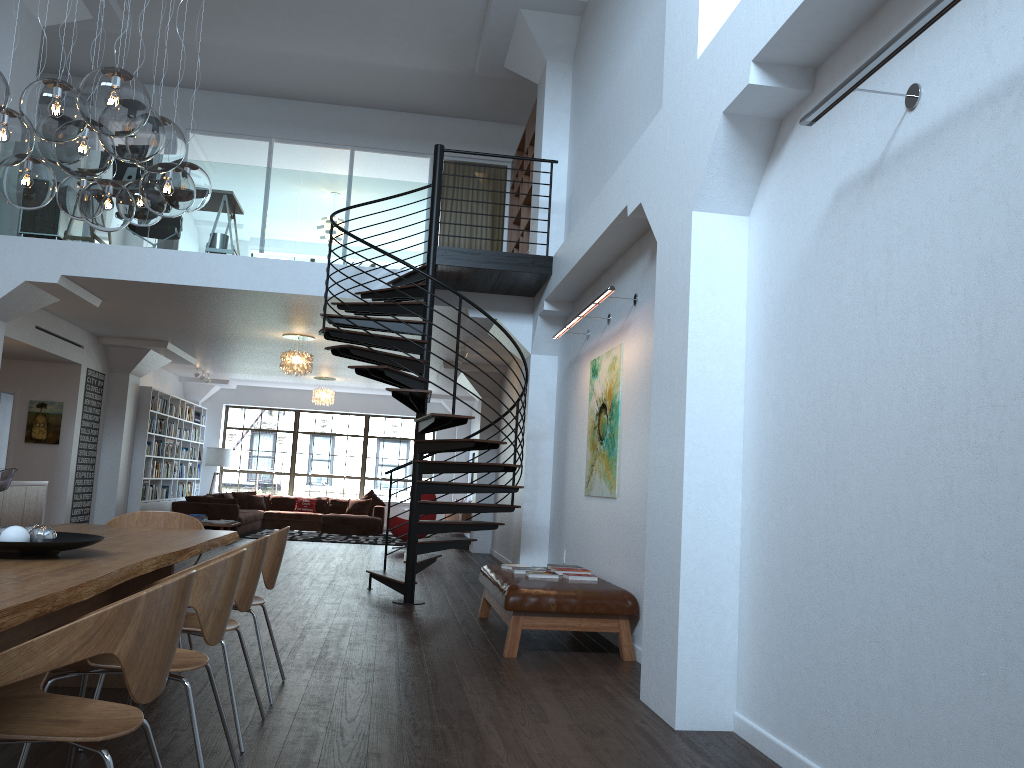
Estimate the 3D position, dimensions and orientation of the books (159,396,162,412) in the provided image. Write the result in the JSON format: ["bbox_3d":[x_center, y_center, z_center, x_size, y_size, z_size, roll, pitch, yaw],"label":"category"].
[{"bbox_3d":[-6.181,0.351,15.380,0.176,0.293,0.125,4,-7,-7],"label":"books"}]

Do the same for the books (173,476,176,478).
[{"bbox_3d":[-6.492,1.754,16.777,0.246,0.038,0.171,4,-7,-7],"label":"books"}]

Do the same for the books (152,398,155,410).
[{"bbox_3d":[-6.111,0.335,14.926,0.161,0.222,0.084,4,-7,-7],"label":"books"}]

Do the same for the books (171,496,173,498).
[{"bbox_3d":[-6.543,2.115,16.700,0.284,0.035,0.197,4,-7,-7],"label":"books"}]

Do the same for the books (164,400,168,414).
[{"bbox_3d":[-6.223,0.407,15.729,0.182,0.255,0.077,4,-7,-7],"label":"books"}]

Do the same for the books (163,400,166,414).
[{"bbox_3d":[-6.208,0.402,15.627,0.174,0.243,0.085,4,-7,-7],"label":"books"}]

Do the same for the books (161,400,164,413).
[{"bbox_3d":[-6.190,0.388,15.510,0.159,0.248,0.089,4,-7,-7],"label":"books"}]

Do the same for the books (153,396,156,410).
[{"bbox_3d":[-6.127,0.328,15.000,0.170,0.251,0.118,4,-7,-7],"label":"books"}]

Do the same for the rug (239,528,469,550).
[{"bbox_3d":[-2.788,2.860,16.460,4.200,0.007,3.100,4,-7,-6],"label":"rug"}]

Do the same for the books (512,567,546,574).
[{"bbox_3d":[0.129,1.435,6.818,0.247,0.040,0.185,4,-7,-4],"label":"books"}]

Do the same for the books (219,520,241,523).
[{"bbox_3d":[-4.629,2.233,14.429,0.256,0.035,0.350,1,-7,18],"label":"books"}]

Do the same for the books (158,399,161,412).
[{"bbox_3d":[-6.164,0.366,15.291,0.174,0.242,0.105,4,-7,-7],"label":"books"}]

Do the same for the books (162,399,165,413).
[{"bbox_3d":[-6.192,0.390,15.543,0.182,0.253,0.098,4,-7,-7],"label":"books"}]

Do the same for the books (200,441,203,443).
[{"bbox_3d":[-6.713,1.215,18.769,0.284,0.035,0.197,0,-7,22],"label":"books"}]

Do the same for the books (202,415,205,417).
[{"bbox_3d":[-6.674,0.773,19.010,0.140,0.231,0.042,4,-7,-7],"label":"books"}]

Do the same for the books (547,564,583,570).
[{"bbox_3d":[0.432,1.499,7.218,0.254,0.044,0.183,5,-7,-13],"label":"books"}]

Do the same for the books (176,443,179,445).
[{"bbox_3d":[-6.424,1.131,16.754,0.223,0.031,0.161,4,-7,-7],"label":"books"}]

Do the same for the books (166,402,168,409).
[{"bbox_3d":[-6.242,0.424,15.795,0.167,0.233,0.077,4,-7,-7],"label":"books"}]

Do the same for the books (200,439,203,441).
[{"bbox_3d":[-6.711,1.181,18.773,0.284,0.033,0.197,2,-7,7],"label":"books"}]

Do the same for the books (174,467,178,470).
[{"bbox_3d":[-6.480,1.597,16.801,0.253,0.040,0.183,4,-7,-7],"label":"books"}]

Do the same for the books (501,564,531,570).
[{"bbox_3d":[0.036,1.472,7.125,0.161,0.031,0.223,7,-8,-29],"label":"books"}]

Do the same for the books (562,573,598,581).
[{"bbox_3d":[0.505,1.431,6.575,0.224,0.036,0.161,5,-7,-13],"label":"books"}]

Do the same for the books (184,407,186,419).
[{"bbox_3d":[-6.431,0.565,17.167,0.189,0.247,0.057,4,-7,-7],"label":"books"}]

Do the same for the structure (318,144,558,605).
[{"bbox_3d":[-0.826,-0.158,8.376,1.998,4.352,1.998,-3,-9,43],"label":"structure"}]

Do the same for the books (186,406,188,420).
[{"bbox_3d":[-6.470,0.572,17.435,0.176,0.290,0.053,4,-7,-7],"label":"books"}]

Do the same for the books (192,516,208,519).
[{"bbox_3d":[-5.122,2.169,14.440,0.279,0.035,0.191,3,-7,3],"label":"books"}]

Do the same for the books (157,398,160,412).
[{"bbox_3d":[-6.160,0.357,15.239,0.170,0.251,0.118,4,-7,-7],"label":"books"}]

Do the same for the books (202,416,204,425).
[{"bbox_3d":[-6.662,0.782,18.928,0.136,0.196,0.045,4,-7,-7],"label":"books"}]

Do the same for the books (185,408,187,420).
[{"bbox_3d":[-6.457,0.586,17.351,0.171,0.246,0.057,4,-7,-7],"label":"books"}]

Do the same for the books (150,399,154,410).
[{"bbox_3d":[-6.109,0.331,14.826,0.167,0.210,0.162,4,-7,-7],"label":"books"}]

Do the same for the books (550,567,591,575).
[{"bbox_3d":[0.457,1.462,6.901,0.283,0.043,0.197,4,-7,-8],"label":"books"}]

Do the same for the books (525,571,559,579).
[{"bbox_3d":[0.222,1.413,6.564,0.224,0.032,0.161,4,-7,-7],"label":"books"}]

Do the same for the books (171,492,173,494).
[{"bbox_3d":[-6.544,2.048,16.711,0.254,0.032,0.174,3,-7,-2],"label":"books"}]

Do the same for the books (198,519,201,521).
[{"bbox_3d":[-5.134,2.158,14.028,0.236,0.035,0.340,1,-7,17],"label":"books"}]

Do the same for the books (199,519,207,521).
[{"bbox_3d":[-5.119,2.205,14.433,0.312,0.037,0.216,5,-7,-17],"label":"books"}]

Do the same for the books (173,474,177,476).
[{"bbox_3d":[-6.492,1.717,16.784,0.251,0.037,0.160,3,-7,-2],"label":"books"}]

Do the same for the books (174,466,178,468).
[{"bbox_3d":[-6.473,1.564,16.812,0.223,0.032,0.161,4,-7,-7],"label":"books"}]

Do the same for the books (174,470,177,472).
[{"bbox_3d":[-6.479,1.639,16.805,0.231,0.044,0.168,5,-7,-12],"label":"books"}]

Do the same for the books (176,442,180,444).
[{"bbox_3d":[-6.423,1.102,16.766,0.224,0.030,0.161,3,-7,3],"label":"books"}]

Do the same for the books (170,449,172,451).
[{"bbox_3d":[-6.397,1.214,16.400,0.168,0.045,0.231,5,-7,-12],"label":"books"}]

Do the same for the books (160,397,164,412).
[{"bbox_3d":[-6.193,0.359,15.441,0.197,0.290,0.136,4,-7,-7],"label":"books"}]

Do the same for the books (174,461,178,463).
[{"bbox_3d":[-6.455,1.479,16.810,0.185,0.041,0.129,2,-7,7],"label":"books"}]

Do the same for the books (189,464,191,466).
[{"bbox_3d":[-6.611,1.629,17.913,0.223,0.031,0.161,4,-7,-7],"label":"books"}]

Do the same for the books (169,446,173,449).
[{"bbox_3d":[-6.386,1.173,16.402,0.183,0.042,0.253,4,-7,-7],"label":"books"}]

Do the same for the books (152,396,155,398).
[{"bbox_3d":[-6.123,0.325,14.957,0.159,0.248,0.089,4,-7,-7],"label":"books"}]

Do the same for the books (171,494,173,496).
[{"bbox_3d":[-6.541,2.081,16.704,0.284,0.033,0.197,6,-7,-22],"label":"books"}]

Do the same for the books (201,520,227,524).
[{"bbox_3d":[-4.735,2.184,14.071,0.342,0.040,0.231,-1,-8,32],"label":"books"}]

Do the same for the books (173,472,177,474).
[{"bbox_3d":[-6.498,1.681,16.811,0.259,0.040,0.180,4,-7,-7],"label":"books"}]

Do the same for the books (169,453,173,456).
[{"bbox_3d":[-6.390,1.297,16.382,0.160,0.039,0.251,3,-7,-2],"label":"books"}]

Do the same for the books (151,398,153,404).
[{"bbox_3d":[-6.087,0.319,14.738,0.182,0.215,0.188,4,-7,-7],"label":"books"}]

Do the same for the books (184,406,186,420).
[{"bbox_3d":[-6.419,0.547,17.222,0.140,0.298,0.044,4,-7,-7],"label":"books"}]

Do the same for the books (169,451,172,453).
[{"bbox_3d":[-6.411,1.256,16.380,0.180,0.042,0.259,4,-7,-7],"label":"books"}]

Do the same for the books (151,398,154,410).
[{"bbox_3d":[-6.109,0.334,14.892,0.161,0.218,0.101,4,-7,-7],"label":"books"}]

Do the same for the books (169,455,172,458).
[{"bbox_3d":[-6.390,1.337,16.380,0.171,0.039,0.246,4,-7,-7],"label":"books"}]

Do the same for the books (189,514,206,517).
[{"bbox_3d":[-5.116,2.139,14.443,0.224,0.027,0.157,3,-7,-2],"label":"books"}]

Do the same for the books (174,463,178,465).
[{"bbox_3d":[-6.454,1.512,16.814,0.208,0.024,0.144,3,-7,-2],"label":"books"}]
